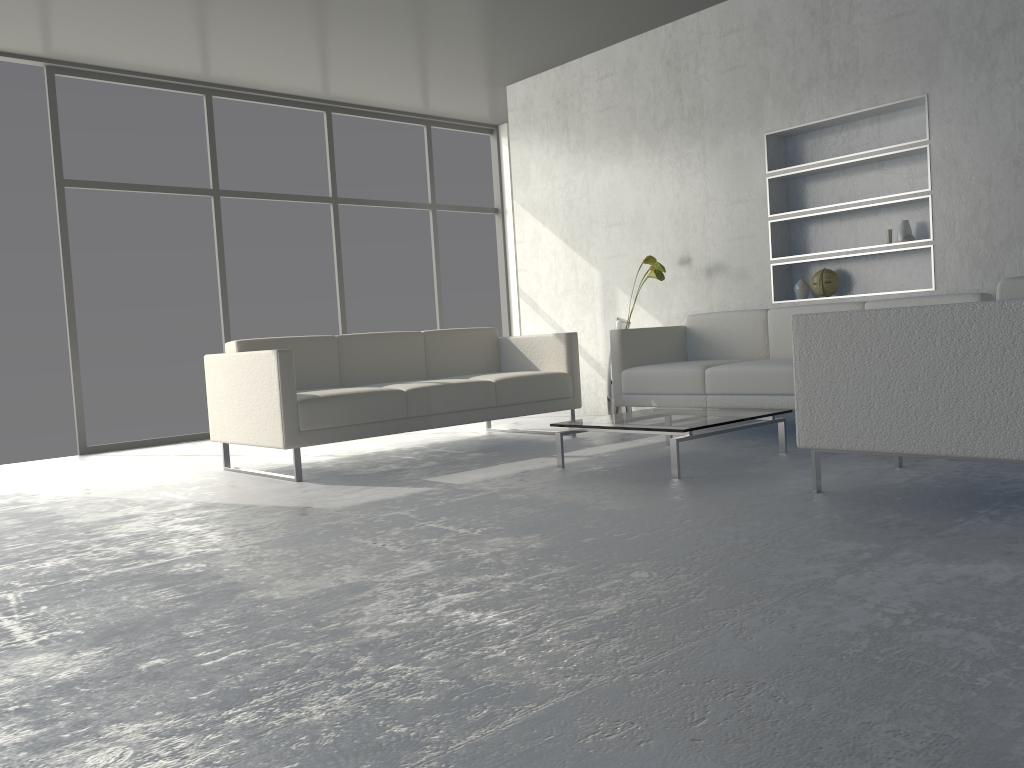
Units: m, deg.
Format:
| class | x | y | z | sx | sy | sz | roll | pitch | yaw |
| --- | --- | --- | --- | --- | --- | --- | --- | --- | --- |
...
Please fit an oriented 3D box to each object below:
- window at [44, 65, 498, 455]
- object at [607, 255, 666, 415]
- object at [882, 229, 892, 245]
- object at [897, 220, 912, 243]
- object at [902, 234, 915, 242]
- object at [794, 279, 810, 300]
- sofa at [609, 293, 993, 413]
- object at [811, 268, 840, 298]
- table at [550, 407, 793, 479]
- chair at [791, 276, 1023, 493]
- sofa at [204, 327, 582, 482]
| class | x | y | z | sx | sy | sz | roll | pitch | yaw |
| --- | --- | --- | --- | --- | --- | --- | --- | --- | --- |
| window | -1.343 | -0.935 | 6.994 | 4.080 | 2.477 | 0.037 | -6 | 4 | -41 |
| object | 0.796 | -0.276 | 5.469 | 0.387 | 1.051 | 0.400 | -4 | 3 | -14 |
| object | 2.033 | -0.784 | 4.775 | 0.074 | 0.094 | 0.074 | -3 | 3 | 13 |
| object | 2.083 | -0.802 | 4.707 | 0.079 | 0.130 | 0.079 | -6 | 4 | -43 |
| object | 2.074 | -0.758 | 4.637 | 0.064 | 0.050 | 0.064 | -6 | 4 | -36 |
| object | 1.695 | -0.548 | 5.185 | 0.086 | 0.128 | 0.086 | -5 | 3 | -31 |
| sofa | 1.484 | -0.083 | 4.642 | 0.821 | 0.658 | 1.881 | -6 | 4 | -41 |
| object | 1.773 | -0.573 | 5.054 | 0.163 | 0.179 | 0.088 | -1 | 4 | 39 |
| table | 0.700 | 0.238 | 3.892 | 0.773 | 0.190 | 0.730 | -6 | 4 | -41 |
| chair | 1.458 | 0.006 | 2.853 | 0.748 | 0.662 | 0.821 | -6 | 4 | -41 |
| sofa | -0.564 | 0.038 | 4.787 | 1.881 | 0.658 | 0.821 | -6 | 4 | -41 |
